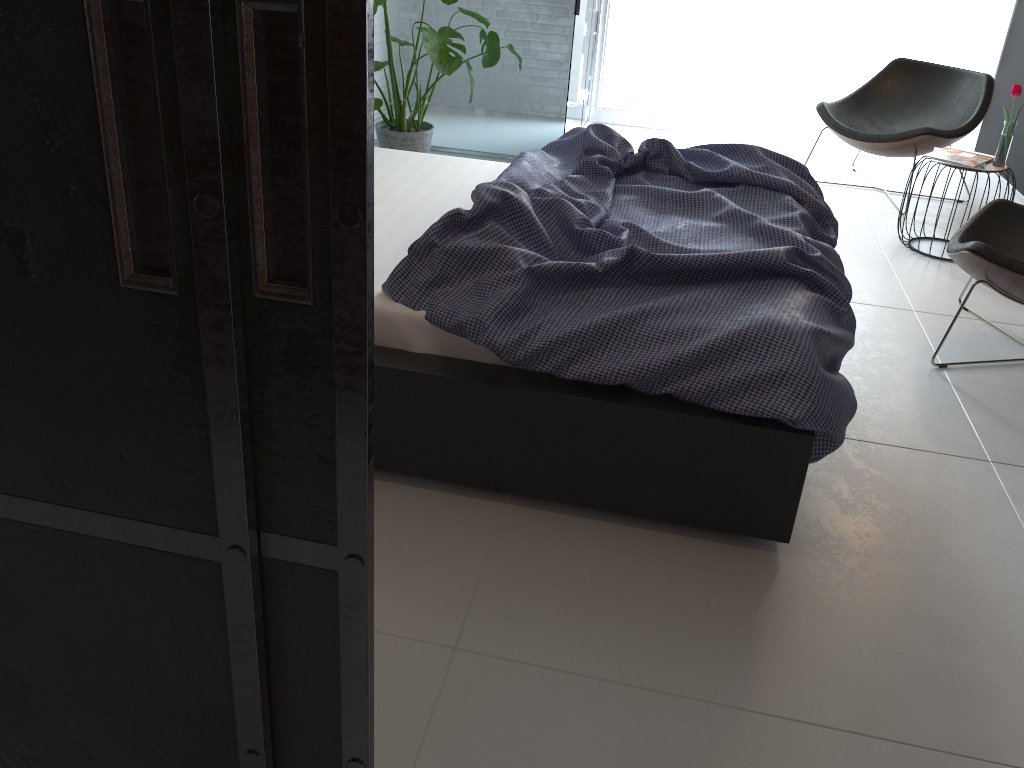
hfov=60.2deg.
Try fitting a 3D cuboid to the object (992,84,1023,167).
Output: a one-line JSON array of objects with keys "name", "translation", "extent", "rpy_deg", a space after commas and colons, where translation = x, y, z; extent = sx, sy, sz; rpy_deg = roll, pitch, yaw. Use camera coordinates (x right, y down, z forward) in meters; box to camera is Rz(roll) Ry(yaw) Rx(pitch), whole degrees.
[{"name": "object", "translation": [2.174, -1.129, 3.871], "extent": [0.067, 0.344, 0.078], "rpy_deg": [25, 33, 37]}]

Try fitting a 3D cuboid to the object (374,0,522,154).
[{"name": "object", "translation": [-0.452, -1.563, 4.500], "extent": [0.860, 1.014, 1.014], "rpy_deg": [18, 30, 25]}]

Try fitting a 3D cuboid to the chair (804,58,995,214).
[{"name": "chair", "translation": [2.153, -1.414, 4.931], "extent": [0.822, 0.668, 0.809], "rpy_deg": [-15, 33, -33]}]

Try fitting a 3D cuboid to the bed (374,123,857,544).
[{"name": "bed", "translation": [-0.212, -1.054, 2.596], "extent": [2.613, 1.976, 2.642], "rpy_deg": [9, 28, 9]}]

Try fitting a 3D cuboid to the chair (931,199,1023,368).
[{"name": "chair", "translation": [1.927, -0.387, 3.019], "extent": [0.823, 0.668, 0.808], "rpy_deg": [20, 31, 27]}]

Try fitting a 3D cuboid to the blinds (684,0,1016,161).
[{"name": "blinds", "translation": [2.157, -2.744, 5.320], "extent": [1.856, 2.608, 0.141], "rpy_deg": [9, 26, 9]}]

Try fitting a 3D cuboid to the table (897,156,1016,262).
[{"name": "table", "translation": [2.052, -0.823, 4.093], "extent": [0.451, 0.421, 0.466], "rpy_deg": [-2, 28, -11]}]

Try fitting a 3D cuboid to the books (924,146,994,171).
[{"name": "books", "translation": [-1.835, -0.772, 3.399], "extent": [8.236, 0.360, 0.419], "rpy_deg": [-1, 28, -10]}]
